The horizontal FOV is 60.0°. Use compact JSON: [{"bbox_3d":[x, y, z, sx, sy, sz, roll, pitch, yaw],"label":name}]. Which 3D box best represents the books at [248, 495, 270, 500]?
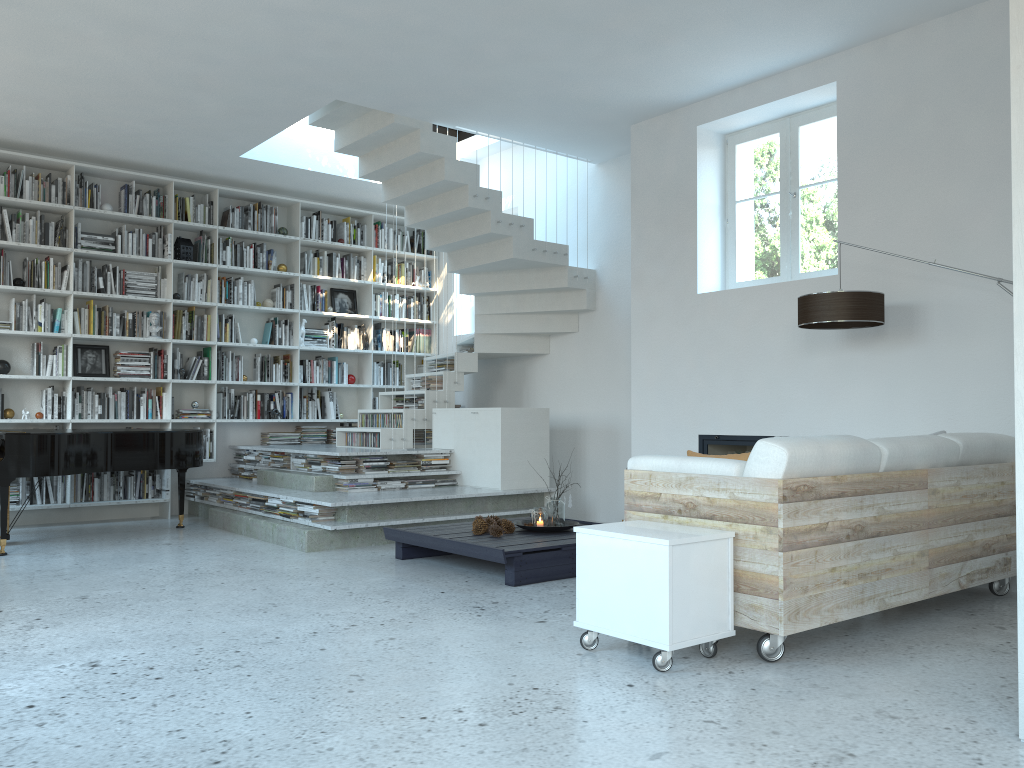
[{"bbox_3d":[-1.988,0.912,7.156,0.170,0.014,0.281,2,-3,-42],"label":"books"}]

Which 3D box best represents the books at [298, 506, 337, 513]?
[{"bbox_3d":[-1.416,0.909,6.447,0.156,0.027,0.287,2,-3,-44],"label":"books"}]

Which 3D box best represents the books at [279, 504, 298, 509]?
[{"bbox_3d":[-1.611,0.917,6.681,0.168,0.013,0.281,2,-3,-44],"label":"books"}]

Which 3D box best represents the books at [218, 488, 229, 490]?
[{"bbox_3d":[-2.386,0.902,7.632,0.193,0.005,0.225,2,-3,-43],"label":"books"}]

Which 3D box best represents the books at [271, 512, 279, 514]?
[{"bbox_3d":[-1.790,0.999,6.921,0.147,0.008,0.236,2,-3,-34],"label":"books"}]

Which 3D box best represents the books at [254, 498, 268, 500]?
[{"bbox_3d":[-1.976,0.923,7.166,0.150,0.008,0.217,2,-3,-40],"label":"books"}]

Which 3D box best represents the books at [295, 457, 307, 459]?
[{"bbox_3d":[-1.765,0.638,7.695,0.145,0.017,0.208,2,-3,-44],"label":"books"}]

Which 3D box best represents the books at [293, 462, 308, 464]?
[{"bbox_3d":[-1.777,0.683,7.684,0.178,0.015,0.187,2,-3,-34],"label":"books"}]

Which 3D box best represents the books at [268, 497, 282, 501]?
[{"bbox_3d":[-1.789,0.892,6.925,0.139,0.013,0.288,2,-3,-34],"label":"books"}]

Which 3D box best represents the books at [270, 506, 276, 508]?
[{"bbox_3d":[-1.783,0.955,6.928,0.145,0.010,0.266,2,-3,-40],"label":"books"}]

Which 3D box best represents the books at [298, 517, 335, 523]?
[{"bbox_3d":[-1.420,0.981,6.442,0.184,0.017,0.230,2,-3,-37],"label":"books"}]

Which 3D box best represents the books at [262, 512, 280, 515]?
[{"bbox_3d":[-1.806,1.005,6.908,0.193,0.005,0.225,2,-3,-43],"label":"books"}]

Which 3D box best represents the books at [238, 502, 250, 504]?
[{"bbox_3d":[-2.170,0.988,7.406,0.130,0.014,0.249,2,-3,-44],"label":"books"}]

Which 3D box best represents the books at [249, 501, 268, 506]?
[{"bbox_3d":[-1.987,0.957,7.156,0.160,0.025,0.244,2,-3,-44],"label":"books"}]

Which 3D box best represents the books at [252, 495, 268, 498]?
[{"bbox_3d":[-1.978,0.902,7.165,0.157,0.007,0.268,2,-3,-39],"label":"books"}]

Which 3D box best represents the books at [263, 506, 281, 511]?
[{"bbox_3d":[-1.801,0.966,6.913,0.189,0.013,0.215,2,-3,-41],"label":"books"}]

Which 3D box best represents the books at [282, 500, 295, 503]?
[{"bbox_3d":[-1.612,0.882,6.681,0.178,0.010,0.196,2,-3,-34],"label":"books"}]

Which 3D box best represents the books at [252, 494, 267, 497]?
[{"bbox_3d":[-1.980,0.894,7.163,0.160,0.008,0.239,2,-3,-38],"label":"books"}]

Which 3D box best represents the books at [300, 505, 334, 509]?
[{"bbox_3d":[-1.416,0.888,6.448,0.165,0.015,0.243,2,-3,-35],"label":"books"}]

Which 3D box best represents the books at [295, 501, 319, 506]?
[{"bbox_3d":[-1.427,0.863,6.439,0.192,0.014,0.256,2,-3,-43],"label":"books"}]

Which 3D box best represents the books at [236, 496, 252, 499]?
[{"bbox_3d":[-2.177,0.942,7.402,0.169,0.009,0.241,2,-3,-39],"label":"books"}]

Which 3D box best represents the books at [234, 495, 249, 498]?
[{"bbox_3d":[-2.183,0.930,7.397,0.165,0.014,0.236,2,-3,-44],"label":"books"}]

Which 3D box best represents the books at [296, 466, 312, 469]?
[{"bbox_3d":[-1.755,0.721,7.701,0.136,0.013,0.258,2,-3,-39],"label":"books"}]

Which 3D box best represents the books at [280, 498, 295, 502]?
[{"bbox_3d":[-1.612,0.870,6.681,0.182,0.016,0.256,2,-3,-36],"label":"books"}]

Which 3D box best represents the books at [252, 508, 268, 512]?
[{"bbox_3d":[-1.980,1.010,7.161,0.142,0.012,0.291,2,-3,-35],"label":"books"}]

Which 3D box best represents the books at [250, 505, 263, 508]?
[{"bbox_3d":[-1.982,0.985,7.160,0.147,0.008,0.290,2,-3,-43],"label":"books"}]

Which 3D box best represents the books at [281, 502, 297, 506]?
[{"bbox_3d":[-1.604,0.899,6.687,0.175,0.006,0.251,2,-3,-39],"label":"books"}]

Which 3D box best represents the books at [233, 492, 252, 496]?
[{"bbox_3d":[-2.185,0.917,7.395,0.179,0.012,0.249,2,-3,-42],"label":"books"}]

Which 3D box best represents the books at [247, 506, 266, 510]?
[{"bbox_3d":[-1.996,0.993,7.148,0.189,0.009,0.291,2,-3,-36],"label":"books"}]

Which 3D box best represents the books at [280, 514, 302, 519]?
[{"bbox_3d":[-1.617,0.991,6.674,0.191,0.016,0.209,2,-3,-34],"label":"books"}]

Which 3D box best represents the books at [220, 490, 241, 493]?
[{"bbox_3d":[-2.377,0.924,7.639,0.171,0.015,0.253,2,-3,-42],"label":"books"}]

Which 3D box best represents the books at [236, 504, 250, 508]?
[{"bbox_3d":[-2.182,1.013,7.396,0.161,0.008,0.254,2,-3,-34],"label":"books"}]

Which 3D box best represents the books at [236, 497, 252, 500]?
[{"bbox_3d":[-2.173,0.951,7.404,0.155,0.009,0.297,2,-3,-38],"label":"books"}]

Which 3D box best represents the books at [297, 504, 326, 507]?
[{"bbox_3d":[-1.421,0.875,6.444,0.176,0.010,0.266,2,-3,-43],"label":"books"}]

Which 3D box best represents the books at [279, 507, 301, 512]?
[{"bbox_3d":[-1.612,0.941,6.679,0.191,0.015,0.246,2,-3,-38],"label":"books"}]

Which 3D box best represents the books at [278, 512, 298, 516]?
[{"bbox_3d":[-1.614,0.971,6.677,0.191,0.006,0.275,2,-3,-37],"label":"books"}]

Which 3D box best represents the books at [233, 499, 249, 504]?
[{"bbox_3d":[-2.183,0.974,7.396,0.182,0.013,0.287,2,-3,-38],"label":"books"}]

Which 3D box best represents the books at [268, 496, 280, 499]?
[{"bbox_3d":[-1.789,0.879,6.925,0.157,0.014,0.215,2,-3,-37],"label":"books"}]

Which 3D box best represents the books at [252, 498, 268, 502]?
[{"bbox_3d":[-1.978,0.936,7.164,0.142,0.017,0.239,2,-3,-43],"label":"books"}]

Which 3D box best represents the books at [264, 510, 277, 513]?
[{"bbox_3d":[-1.794,0.992,6.919,0.171,0.005,0.297,2,-3,-40],"label":"books"}]

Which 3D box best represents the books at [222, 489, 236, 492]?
[{"bbox_3d":[-2.374,0.911,7.641,0.174,0.011,0.227,2,-3,-40],"label":"books"}]

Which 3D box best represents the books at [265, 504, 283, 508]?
[{"bbox_3d":[-1.797,0.946,6.917,0.171,0.007,0.260,2,-3,-36],"label":"books"}]

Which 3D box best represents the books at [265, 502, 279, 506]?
[{"bbox_3d":[-1.799,0.935,6.916,0.180,0.017,0.182,2,-3,-42],"label":"books"}]

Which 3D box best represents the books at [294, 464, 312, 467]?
[{"bbox_3d":[-1.769,0.702,7.691,0.167,0.024,0.192,2,-3,-38],"label":"books"}]

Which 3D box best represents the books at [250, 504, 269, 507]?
[{"bbox_3d":[-1.989,0.975,7.155,0.177,0.011,0.220,2,-3,-37],"label":"books"}]

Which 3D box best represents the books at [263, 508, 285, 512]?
[{"bbox_3d":[-1.797,0.976,6.916,0.180,0.008,0.267,2,-3,-40],"label":"books"}]

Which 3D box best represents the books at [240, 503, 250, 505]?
[{"bbox_3d":[-2.164,1.000,7.411,0.132,0.009,0.269,2,-3,-38],"label":"books"}]

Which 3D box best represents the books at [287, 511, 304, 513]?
[{"bbox_3d":[-1.596,0.956,6.692,0.154,0.014,0.196,2,-3,-39],"label":"books"}]

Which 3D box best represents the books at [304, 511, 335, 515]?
[{"bbox_3d":[-1.400,0.932,6.459,0.137,0.019,0.224,2,-3,-38],"label":"books"}]

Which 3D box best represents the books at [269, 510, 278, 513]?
[{"bbox_3d":[-1.792,0.985,6.920,0.159,0.009,0.275,2,-3,-36],"label":"books"}]

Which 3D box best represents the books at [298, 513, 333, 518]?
[{"bbox_3d":[-1.425,0.950,6.439,0.187,0.017,0.205,2,-3,-34],"label":"books"}]

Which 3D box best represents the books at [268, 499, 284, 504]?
[{"bbox_3d":[-1.787,0.913,6.926,0.141,0.028,0.222,2,-3,-44],"label":"books"}]

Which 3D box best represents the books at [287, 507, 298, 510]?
[{"bbox_3d":[-1.602,0.932,6.687,0.150,0.004,0.290,2,-3,-35],"label":"books"}]

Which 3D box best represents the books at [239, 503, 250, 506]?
[{"bbox_3d":[-2.165,1.007,7.410,0.128,0.005,0.296,2,-3,-37],"label":"books"}]

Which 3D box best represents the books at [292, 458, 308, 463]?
[{"bbox_3d":[-1.773,0.661,7.688,0.174,0.029,0.250,2,-3,-41],"label":"books"}]

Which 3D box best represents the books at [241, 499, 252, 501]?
[{"bbox_3d":[-2.166,0.962,7.410,0.140,0.013,0.180,2,-3,-38],"label":"books"}]

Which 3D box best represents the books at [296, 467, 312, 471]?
[{"bbox_3d":[-1.762,0.736,7.695,0.132,0.016,0.262,2,-3,-34],"label":"books"}]

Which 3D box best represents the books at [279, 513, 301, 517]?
[{"bbox_3d":[-1.609,0.979,6.681,0.178,0.009,0.276,2,-3,-41],"label":"books"}]

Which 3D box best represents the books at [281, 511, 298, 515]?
[{"bbox_3d":[-1.603,0.965,6.686,0.170,0.006,0.268,2,-3,-39],"label":"books"}]

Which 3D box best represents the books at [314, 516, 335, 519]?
[{"bbox_3d":[-1.397,0.966,6.461,0.132,0.014,0.205,2,-3,-39],"label":"books"}]
